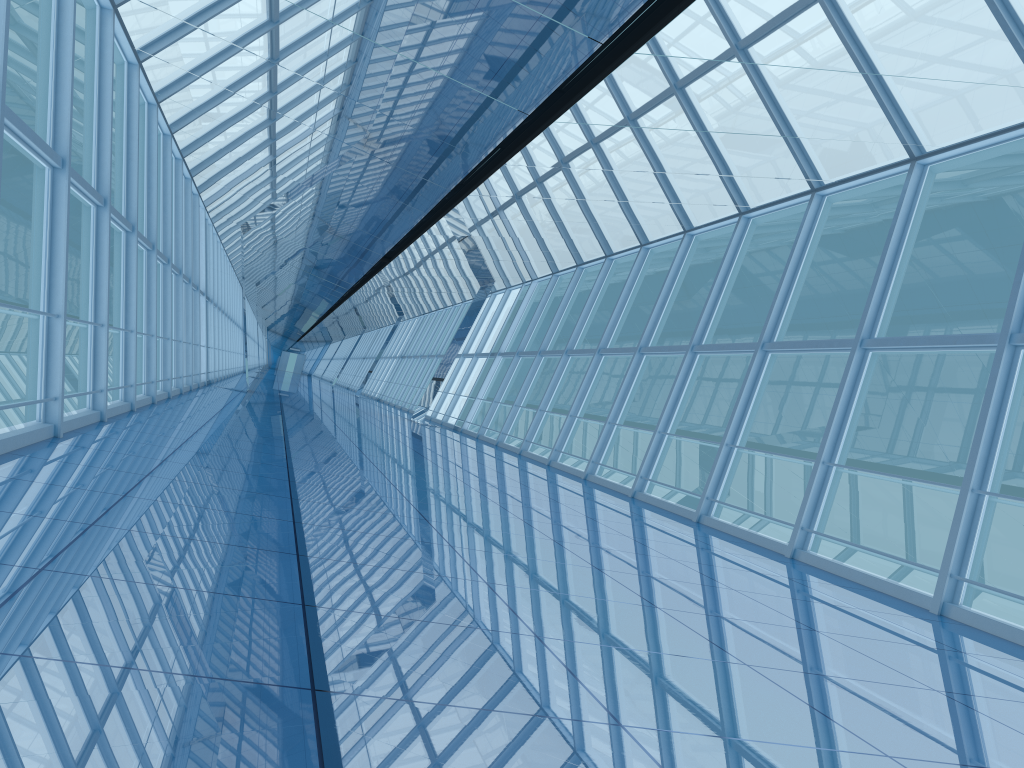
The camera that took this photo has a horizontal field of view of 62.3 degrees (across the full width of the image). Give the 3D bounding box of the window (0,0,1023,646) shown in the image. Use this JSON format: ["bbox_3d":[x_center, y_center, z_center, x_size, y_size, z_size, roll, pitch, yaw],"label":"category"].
[{"bbox_3d":[-11.766,-2.407,50.159,9.767,4.940,107.114,12,-2,-16],"label":"window"}]
